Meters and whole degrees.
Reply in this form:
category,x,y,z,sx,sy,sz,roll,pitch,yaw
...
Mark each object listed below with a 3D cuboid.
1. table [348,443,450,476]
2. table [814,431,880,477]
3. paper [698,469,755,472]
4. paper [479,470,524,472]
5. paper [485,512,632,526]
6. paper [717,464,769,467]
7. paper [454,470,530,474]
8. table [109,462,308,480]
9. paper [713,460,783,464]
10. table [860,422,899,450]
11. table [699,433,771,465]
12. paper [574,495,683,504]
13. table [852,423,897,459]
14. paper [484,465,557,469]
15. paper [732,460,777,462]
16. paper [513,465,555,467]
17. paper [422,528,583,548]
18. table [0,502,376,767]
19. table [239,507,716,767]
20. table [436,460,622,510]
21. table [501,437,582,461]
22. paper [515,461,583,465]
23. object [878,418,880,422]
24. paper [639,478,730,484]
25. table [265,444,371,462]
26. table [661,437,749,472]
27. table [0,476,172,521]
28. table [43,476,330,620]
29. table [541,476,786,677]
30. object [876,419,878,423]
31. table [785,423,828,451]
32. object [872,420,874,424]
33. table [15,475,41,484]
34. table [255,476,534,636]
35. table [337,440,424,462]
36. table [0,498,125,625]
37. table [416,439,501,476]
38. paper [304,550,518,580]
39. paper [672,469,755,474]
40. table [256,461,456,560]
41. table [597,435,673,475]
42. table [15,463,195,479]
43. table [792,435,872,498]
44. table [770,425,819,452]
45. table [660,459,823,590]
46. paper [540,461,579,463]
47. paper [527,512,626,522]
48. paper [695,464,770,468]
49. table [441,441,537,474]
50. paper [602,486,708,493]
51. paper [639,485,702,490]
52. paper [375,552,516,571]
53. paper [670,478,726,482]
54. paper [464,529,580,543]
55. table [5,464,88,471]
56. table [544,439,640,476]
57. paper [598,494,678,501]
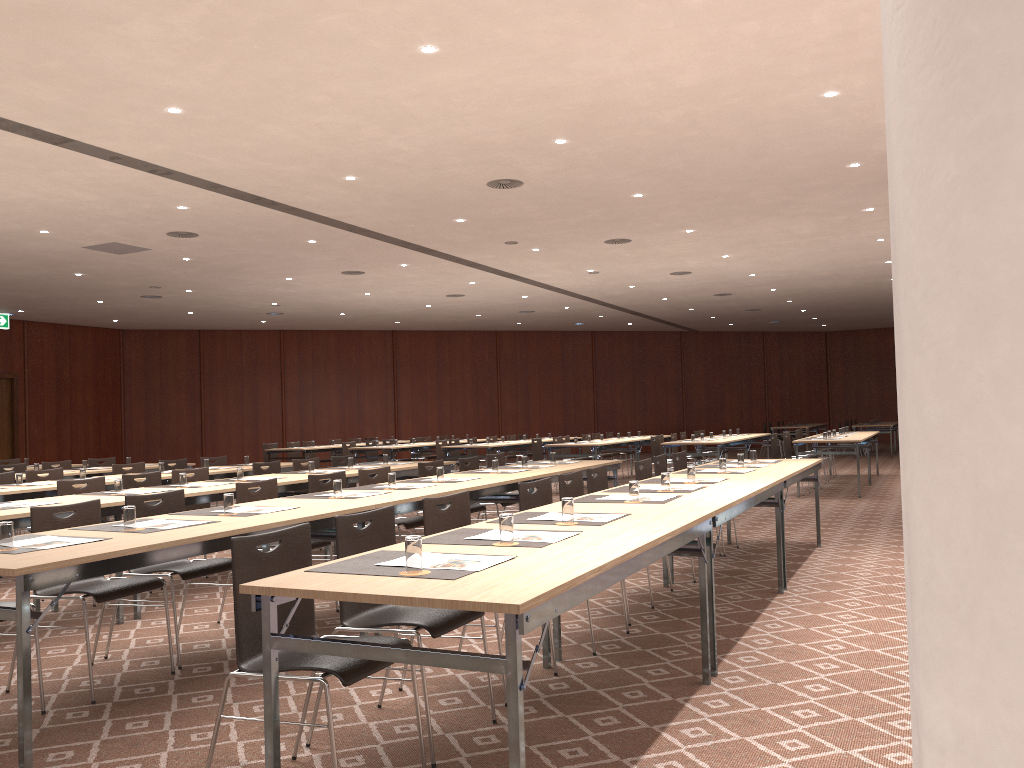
category,x,y,z,sx,sy,sz,roll,pitch,yaw
table,-2.132,1.617,17.385,0.953,0.832,2.267,-3,-2,26
table,6.059,1.311,15.981,0.953,0.832,2.267,-3,-2,26
paper,1.712,0.695,7.108,0.398,0.006,0.283,-3,-2,29
paper,-0.098,0.784,8.006,0.398,0.006,0.283,-3,-2,27
paper,0.230,0.638,4.211,0.565,0.003,0.460,-3,-2,25
paper,2.009,0.708,7.699,0.398,0.006,0.283,-3,-2,26
paper,-0.165,0.790,7.991,0.565,0.003,0.460,-3,-2,26
table,-3.353,1.389,10.213,0.953,0.832,2.267,-3,-2,26
paper,2.200,0.726,8.259,0.565,0.003,0.460,-3,-2,25
table,10.473,1.515,25.192,0.953,0.832,2.267,-3,-2,26
table,4.257,1.398,16.844,0.953,0.832,2.267,-3,-2,26
paper,0.647,0.656,5.061,0.565,0.003,0.460,-3,-2,23
table,9.492,1.469,23.145,0.953,0.832,2.267,-3,-2,26
paper,0.081,0.804,8.572,0.565,0.003,0.460,-3,-2,26
paper,2.258,0.722,8.302,0.398,0.006,0.283,-3,-2,25
paper,0.194,0.797,8.601,0.398,0.006,0.283,-3,-2,27
paper,-0.054,0.624,3.618,0.565,0.003,0.460,-3,-2,24
table,-1.709,1.123,4.393,0.953,0.832,2.267,-3,-2,26
table,0.093,1.035,3.530,0.953,0.832,2.267,-3,-2,26
table,0.252,1.213,8.487,0.953,0.832,2.267,-3,-2,26
table,0.651,1.574,18.570,0.953,0.832,2.267,-3,-2,26
paper,0.386,0.816,9.165,0.565,0.003,0.460,-3,-2,24
object,10.624,1.050,25.667,0.054,0.114,0.054,-2,-2,-8
paper,1.196,0.683,6.242,0.565,0.003,0.460,-3,-2,27
table,-3.935,1.704,18.248,0.953,0.832,2.267,-3,-2,26
table,3.276,1.353,14.797,0.953,0.832,2.267,-3,-2,26
table,-4.334,1.344,8.166,0.953,0.832,2.267,-3,-2,26
table,-2.531,1.256,7.303,0.953,0.832,2.267,-3,-2,26
table,1.074,1.080,5.577,0.953,0.832,2.267,-3,-2,26
object,10.079,1.024,24.496,0.054,0.114,0.054,-2,-2,-8
table,8.670,1.603,26.055,0.953,0.832,2.267,-3,-2,26
object,9.372,0.992,23.034,0.054,0.114,0.054,-1,-2,-31
table,-6.136,1.431,9.028,0.953,0.832,2.267,-3,-2,26
table,-0.728,1.168,6.440,0.953,0.832,2.267,-3,-2,26
table,-2.954,1.750,20.295,0.953,0.832,2.267,-3,-2,26
table,-3.512,1.210,5.256,0.953,0.832,2.267,-3,-2,26
table,-1.151,1.662,19.432,0.953,0.832,2.267,-3,-2,26
paper,-0.333,0.611,3.016,0.565,0.003,0.460,-3,-2,25
paper,1.624,0.701,7.098,0.565,0.003,0.460,-3,-2,29
table,-1.550,1.301,9.350,0.953,0.832,2.267,-3,-2,26
table,2.454,1.486,17.707,0.953,0.832,2.267,-3,-2,26
table,-5.155,1.477,11.075,0.953,0.832,2.267,-3,-2,26
table,5.078,1.265,13.934,0.953,0.832,2.267,-3,-2,26
table,7.689,1.557,24.008,0.953,0.832,2.267,-3,-2,26
table,2.055,1.125,7.624,0.953,0.832,2.267,-3,-2,26
paper,0.476,0.810,9.180,0.398,0.006,0.283,-3,-2,22
paper,0.307,0.631,4.210,0.398,0.006,0.283,-3,-2,26
paper,1.913,0.715,7.711,0.565,0.003,0.460,-3,-2,27
table,-0.329,1.529,16.523,0.953,0.832,2.267,-3,-2,26
paper,0.908,0.669,5.630,0.565,0.003,0.460,-3,-2,26
paper,0.997,0.665,5.688,0.398,0.006,0.283,-3,-2,25
paper,-0.226,0.604,3.033,0.398,0.006,0.283,-3,-2,25
paper,1.281,0.676,6.243,0.398,0.006,0.283,-3,-2,24
paper,0.045,0.617,3.613,0.398,0.006,0.283,-3,-2,25
table,-6.958,1.565,11.938,0.953,0.832,2.267,-3,-2,26
table,1.473,1.441,15.660,0.953,0.832,2.267,-3,-2,26
paper,0.715,0.651,5.087,0.398,0.006,0.283,-3,-2,28
